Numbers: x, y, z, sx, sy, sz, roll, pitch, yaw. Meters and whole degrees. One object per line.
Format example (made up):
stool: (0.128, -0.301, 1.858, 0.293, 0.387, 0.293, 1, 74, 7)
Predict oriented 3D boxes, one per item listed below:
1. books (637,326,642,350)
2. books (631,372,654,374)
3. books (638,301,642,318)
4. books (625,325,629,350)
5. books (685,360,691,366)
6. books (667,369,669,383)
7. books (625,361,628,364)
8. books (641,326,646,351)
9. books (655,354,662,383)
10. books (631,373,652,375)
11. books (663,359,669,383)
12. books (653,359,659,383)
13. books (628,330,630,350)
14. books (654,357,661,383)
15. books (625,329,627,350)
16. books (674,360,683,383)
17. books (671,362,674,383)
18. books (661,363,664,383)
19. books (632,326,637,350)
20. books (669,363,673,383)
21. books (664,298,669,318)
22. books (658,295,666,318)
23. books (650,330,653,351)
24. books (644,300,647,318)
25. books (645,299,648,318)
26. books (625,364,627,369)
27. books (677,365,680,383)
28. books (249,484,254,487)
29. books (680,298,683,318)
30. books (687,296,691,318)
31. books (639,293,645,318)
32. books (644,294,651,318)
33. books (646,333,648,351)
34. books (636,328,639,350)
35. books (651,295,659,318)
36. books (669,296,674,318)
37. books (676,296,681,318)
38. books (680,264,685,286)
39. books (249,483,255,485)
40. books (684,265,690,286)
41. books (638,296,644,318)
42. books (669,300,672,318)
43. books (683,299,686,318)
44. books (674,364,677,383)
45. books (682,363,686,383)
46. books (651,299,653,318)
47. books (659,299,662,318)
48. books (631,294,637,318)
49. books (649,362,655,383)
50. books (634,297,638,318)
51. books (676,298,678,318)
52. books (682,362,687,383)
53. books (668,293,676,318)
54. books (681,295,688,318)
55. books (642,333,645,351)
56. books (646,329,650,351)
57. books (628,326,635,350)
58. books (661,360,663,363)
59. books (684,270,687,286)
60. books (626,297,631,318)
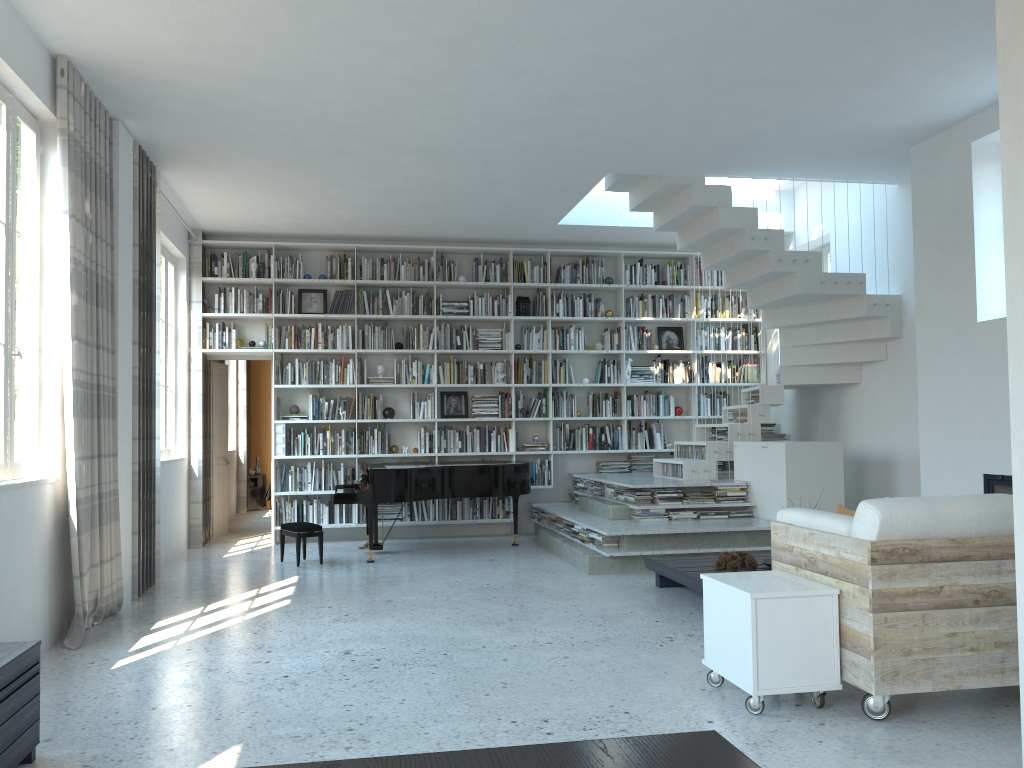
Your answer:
books: (1.441, -0.505, 10.083, 0.012, 0.287, 0.176, 0, -3, -11)
books: (1.448, -0.121, 10.075, 0.285, 0.012, 0.159, 0, -3, -14)
books: (1.436, -0.832, 10.086, 0.025, 0.207, 0.175, 0, -3, -11)
books: (1.292, -0.511, 10.067, 0.015, 0.300, 0.140, 0, -2, -11)
books: (2.037, -0.137, 10.201, 0.029, 0.283, 0.138, 0, -2, -11)
books: (1.769, -0.133, 10.155, 0.010, 0.278, 0.129, 0, -2, -11)
books: (1.282, -0.126, 10.053, 0.028, 0.267, 0.138, 0, -2, -11)
books: (1.486, -0.504, 10.090, 0.014, 0.285, 0.175, 0, -3, -11)
books: (1.666, -0.165, 10.097, 0.010, 0.339, 0.180, 0, -2, -11)
books: (1.449, -0.109, 10.070, 0.254, 0.012, 0.161, 0, -3, -6)
books: (1.740, -0.136, 10.122, 0.059, 0.282, 0.167, 0, -3, -11)
books: (1.639, -0.136, 10.118, 0.012, 0.285, 0.159, 0, -3, -11)
books: (1.307, -0.485, 10.060, 0.011, 0.247, 0.156, 0, -3, -11)
books: (1.655, -0.145, 10.095, 0.011, 0.300, 0.184, 0, -3, -11)
books: (1.268, -0.487, 10.075, 0.030, 0.253, 0.128, 0, -2, -11)
books: (1.905, -0.131, 10.144, 0.021, 0.271, 0.191, 0, -3, -11)
books: (1.821, -0.119, 10.161, 0.031, 0.250, 0.133, 0, -2, -11)
books: (1.684, -0.113, 10.106, 0.030, 0.236, 0.179, 0, -3, -11)
books: (1.384, -0.503, 10.087, 0.012, 0.285, 0.159, 0, -3, -11)
books: (1.794, -0.116, 10.137, 0.031, 0.242, 0.147, 0, -3, -11)
books: (1.754, -0.850, 10.140, 0.014, 0.240, 0.189, 0, -3, -11)
books: (1.718, -0.870, 10.159, 0.048, 0.283, 0.162, 0, -3, -11)
books: (1.561, -0.484, 10.096, 0.026, 0.243, 0.178, 0, -3, -11)
books: (1.497, -0.840, 10.110, 0.030, 0.224, 0.158, 0, -3, -11)
books: (1.521, -0.845, 10.130, 0.024, 0.236, 0.146, 0, -3, -11)
books: (1.260, -0.105, 10.017, 0.027, 0.221, 0.184, 0, -3, -11)
books: (1.879, -0.101, 10.162, 0.025, 0.213, 0.155, 0, -3, -11)
books: (-3.971, 1.521, 13.286, 0.128, 0.030, 0.182, -1, -3, 11)
books: (1.920, -0.850, 10.183, 0.030, 0.241, 0.162, 0, -3, -11)
books: (2.010, -0.863, 10.204, 0.031, 0.265, 0.169, 0, -3, -11)
books: (1.477, -0.876, 10.108, 0.011, 0.296, 0.162, 0, -2, -11)
books: (1.549, -0.872, 10.115, 0.026, 0.288, 0.156, 0, -2, -11)
books: (1.509, -0.468, 10.097, 0.033, 0.213, 0.153, 0, -3, -11)
books: (1.409, -0.495, 10.101, 0.043, 0.269, 0.131, 0, -2, -11)
books: (1.610, -0.864, 10.082, 0.032, 0.265, 0.245, 0, -3, -11)
books: (1.812, -0.861, 10.168, 0.023, 0.263, 0.156, 0, -3, -11)
books: (1.889, -0.866, 10.170, 0.036, 0.272, 0.177, 0, -3, -11)
books: (1.950, -1.235, 10.223, 0.025, 0.279, 0.136, 0, -2, -11)
books: (-3.976, 1.495, 13.285, 0.133, 0.022, 0.189, -3, -4, 40)
books: (2.008, -1.229, 10.216, 0.026, 0.263, 0.163, 0, -3, -11)
books: (1.460, -0.859, 10.096, 0.026, 0.261, 0.167, 0, -3, -11)
books: (1.787, -0.838, 10.153, 0.031, 0.217, 0.165, 0, -3, -11)
books: (1.958, -0.847, 10.199, 0.022, 0.234, 0.158, 0, -3, -11)
books: (1.851, -0.112, 10.164, 0.028, 0.235, 0.129, 0, -2, -11)
books: (1.936, -0.116, 10.151, 0.041, 0.239, 0.176, 0, -3, -11)
books: (1.573, -0.847, 10.128, 0.025, 0.238, 0.143, 0, -3, -11)
books: (1.669, -0.845, 10.121, 0.030, 0.230, 0.187, 0, -3, -11)
books: (1.370, -0.869, 10.090, 0.051, 0.282, 0.167, 0, -3, -11)
books: (1.598, -0.121, 10.100, 0.012, 0.254, 0.161, 0, -3, -11)
books: (1.407, -0.852, 10.105, 0.026, 0.250, 0.130, 0, -2, -11)
books: (1.864, -0.854, 10.174, 0.011, 0.249, 0.152, 0, -3, -11)
books: (1.965, -0.123, 10.172, 0.024, 0.254, 0.145, 0, -3, -11)
books: (1.836, -0.877, 10.159, 0.022, 0.294, 0.181, 0, -3, -11)
books: (1.981, -0.872, 10.201, 0.026, 0.284, 0.147, 0, -2, -11)
books: (1.475, -0.466, 10.075, 0.013, 0.207, 0.190, 0, -3, -11)
books: (1.535, -0.489, 10.102, 0.021, 0.253, 0.167, 0, -3, -11)
books: (1.344, -0.505, 10.073, 0.065, 0.289, 0.146, 0, -2, -11)
books: (1.702, -0.134, 10.128, 0.013, 0.280, 0.131, 0, -2, -11)
books: (1.977, -1.201, 10.232, 0.031, 0.211, 0.131, 0, -3, -11)
books: (1.326, -0.854, 10.083, 0.012, 0.254, 0.161, 0, -3, -11)
